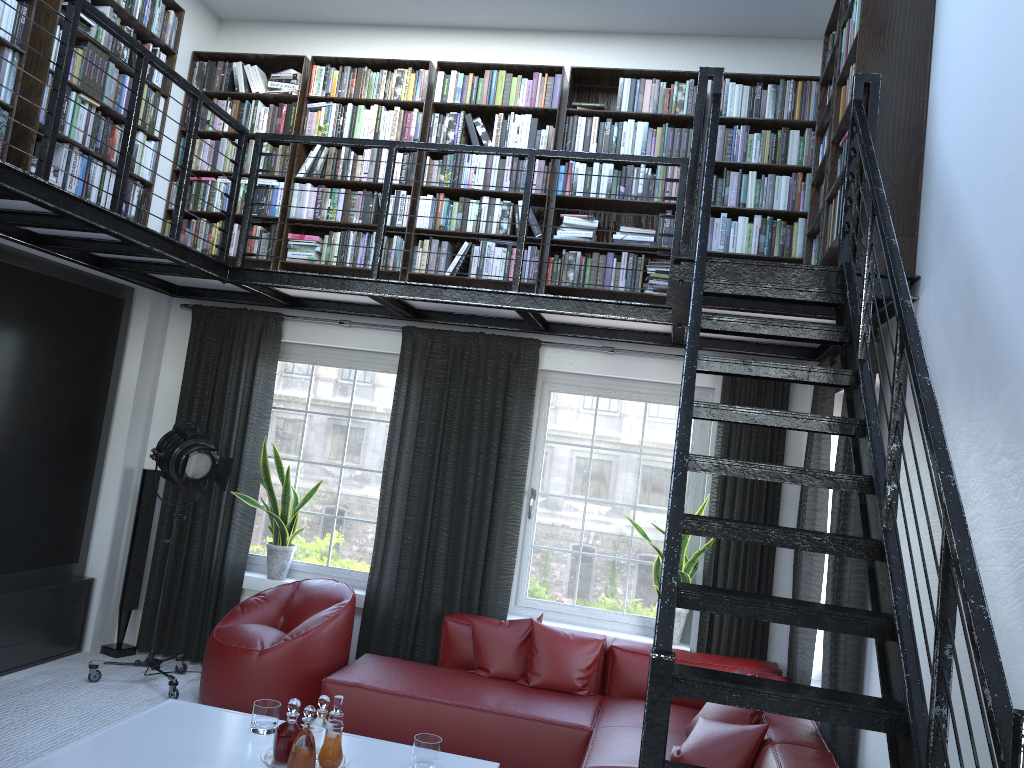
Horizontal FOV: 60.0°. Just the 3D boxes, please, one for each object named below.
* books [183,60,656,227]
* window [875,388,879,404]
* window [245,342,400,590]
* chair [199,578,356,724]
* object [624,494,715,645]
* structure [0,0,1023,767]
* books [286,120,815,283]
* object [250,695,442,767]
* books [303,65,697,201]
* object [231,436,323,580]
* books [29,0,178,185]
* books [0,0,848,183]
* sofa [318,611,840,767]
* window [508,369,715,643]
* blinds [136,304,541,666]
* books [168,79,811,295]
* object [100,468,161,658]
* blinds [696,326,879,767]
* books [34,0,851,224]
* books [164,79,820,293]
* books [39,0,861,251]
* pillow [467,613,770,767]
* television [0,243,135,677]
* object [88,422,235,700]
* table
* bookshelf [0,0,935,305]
[{"bbox_3d":[-0.150,-1.357,5.841,4.445,1.402,0.241,6,-6,11],"label":"books"},{"bbox_3d":[1.782,0.809,4.431,0.133,1.611,1.161,6,-6,11],"label":"window"},{"bbox_3d":[-1.320,0.540,6.107,1.168,1.611,0.132,6,-6,11],"label":"window"},{"bbox_3d":[-1.381,1.540,5.269,0.828,0.714,0.830,10,-6,-27],"label":"chair"},{"bbox_3d":[0.938,1.100,5.333,0.553,0.943,0.524,7,-6,0],"label":"object"},{"bbox_3d":[-0.744,0.151,3.574,4.492,3.367,4.595,6,-5,11],"label":"structure"},{"bbox_3d":[0.200,-1.177,5.770,3.394,1.126,0.239,6,-6,11],"label":"books"},{"bbox_3d":[-0.744,1.474,3.793,1.009,0.295,0.510,6,-5,14],"label":"object"},{"bbox_3d":[-0.114,-1.651,5.887,2.639,0.831,0.212,6,-6,11],"label":"books"},{"bbox_3d":[-1.661,0.810,5.872,0.554,0.943,0.523,5,-6,22],"label":"object"},{"bbox_3d":[-2.500,-1.772,4.493,0.315,1.428,2.197,6,-5,11],"label":"books"},{"bbox_3d":[-0.426,-1.371,4.394,4.339,1.144,1.591,6,-5,10],"label":"books"},{"bbox_3d":[0.087,1.659,3.827,2.544,0.658,3.265,6,-4,11],"label":"sofa"},{"bbox_3d":[0.638,0.759,5.719,1.168,1.611,0.132,6,-6,11],"label":"window"},{"bbox_3d":[-1.178,0.742,5.836,2.510,2.395,0.124,6,-6,11],"label":"blinds"},{"bbox_3d":[-0.147,-1.368,5.846,4.439,1.417,0.226,6,-6,11],"label":"books"},{"bbox_3d":[-2.527,1.180,5.922,0.157,1.226,0.156,4,-7,26],"label":"object"},{"bbox_3d":[1.538,0.991,4.592,0.527,2.389,1.744,8,-6,-7],"label":"blinds"},{"bbox_3d":[-0.454,-1.530,4.111,4.380,1.414,2.195,6,-5,10],"label":"books"},{"bbox_3d":[-0.250,-1.420,5.375,4.439,1.434,1.279,6,-6,13],"label":"books"},{"bbox_3d":[-0.341,-1.478,4.633,4.387,1.410,1.164,6,-6,11],"label":"books"},{"bbox_3d":[0.693,1.559,4.674,0.979,0.403,1.957,11,-5,-37],"label":"pillow"},{"bbox_3d":[-3.019,0.387,4.306,0.117,2.436,3.337,6,-5,11],"label":"television"},{"bbox_3d":[-0.977,1.164,5.492,2.904,1.585,0.751,8,-6,-5],"label":"object"},{"bbox_3d":[-0.986,1.700,3.611,1.666,0.245,1.160,6,-4,11],"label":"table"},{"bbox_3d":[-0.395,-1.424,4.503,4.479,1.622,3.075,6,-5,11],"label":"bookshelf"}]
